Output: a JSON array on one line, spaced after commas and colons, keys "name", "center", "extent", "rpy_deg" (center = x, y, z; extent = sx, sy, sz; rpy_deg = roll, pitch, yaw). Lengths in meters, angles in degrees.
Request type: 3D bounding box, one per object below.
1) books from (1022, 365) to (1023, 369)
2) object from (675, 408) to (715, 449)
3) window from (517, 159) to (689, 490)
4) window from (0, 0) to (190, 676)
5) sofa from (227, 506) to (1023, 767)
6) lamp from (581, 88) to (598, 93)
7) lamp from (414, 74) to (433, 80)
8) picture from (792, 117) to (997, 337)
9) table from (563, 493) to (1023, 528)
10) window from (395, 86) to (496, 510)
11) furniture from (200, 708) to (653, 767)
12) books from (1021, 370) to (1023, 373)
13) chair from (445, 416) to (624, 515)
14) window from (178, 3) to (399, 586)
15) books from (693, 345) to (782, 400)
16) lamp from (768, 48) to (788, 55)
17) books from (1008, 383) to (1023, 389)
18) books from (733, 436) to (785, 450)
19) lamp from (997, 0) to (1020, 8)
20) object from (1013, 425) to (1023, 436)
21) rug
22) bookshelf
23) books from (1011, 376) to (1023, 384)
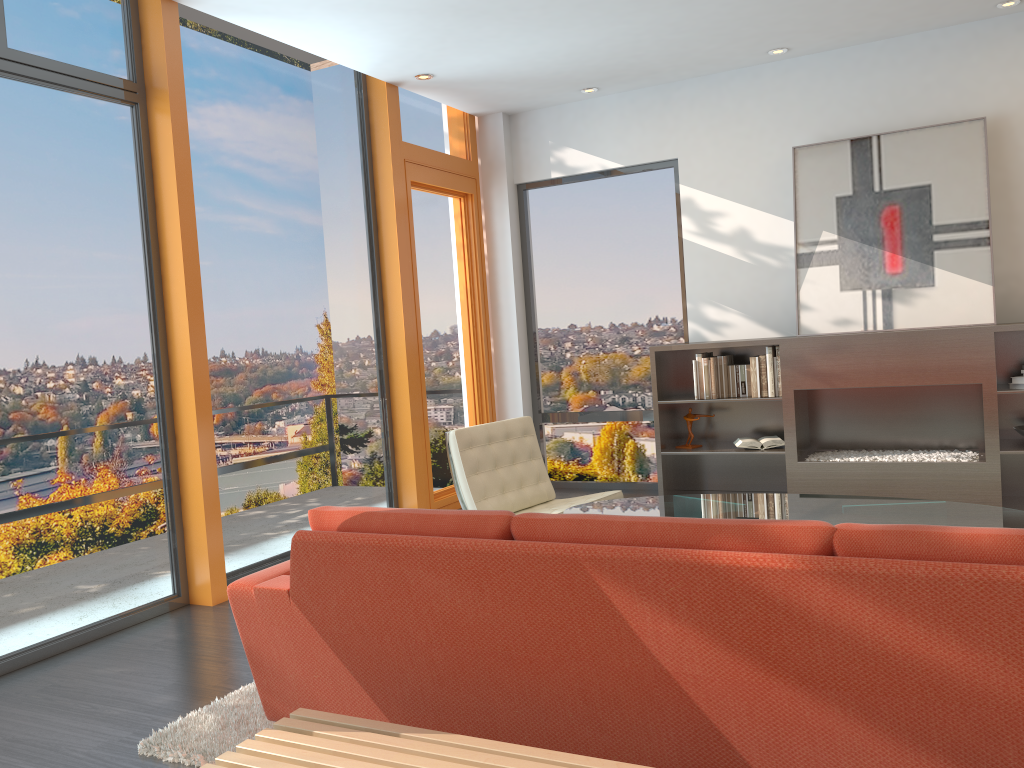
[{"name": "books", "center": [3.260, -0.105, 5.331], "extent": [0.300, 0.020, 0.210], "rpy_deg": [-3, 3, 18]}, {"name": "object", "center": [1.314, 0.316, 6.417], "extent": [0.201, 0.290, 0.245], "rpy_deg": [-6, 4, -42]}, {"name": "window", "center": [0.741, -0.807, 7.209], "extent": [1.409, 3.339, 0.065], "rpy_deg": [-3, 3, 28]}, {"name": "window", "center": [-2.342, -0.414, 3.726], "extent": [0.070, 3.345, 2.105], "rpy_deg": [-3, 3, 28]}, {"name": "sofa", "center": [0.542, 0.703, 2.438], "extent": [2.597, 0.852, 1.038], "rpy_deg": [-2, 3, 28]}, {"name": "lamp", "center": [0.593, -2.252, 6.807], "extent": [0.129, 0.010, 0.129], "rpy_deg": [-5, 3, -17]}, {"name": "lamp", "center": [-0.614, -2.135, 6.168], "extent": [0.129, 0.010, 0.129], "rpy_deg": [-5, 3, -17]}, {"name": "picture", "center": [2.507, -1.020, 5.908], "extent": [1.208, 1.338, 0.269], "rpy_deg": [-3, 3, 28]}, {"name": "table", "center": [1.165, 0.786, 3.774], "extent": [1.998, 0.464, 0.948], "rpy_deg": [-2, 3, 29]}, {"name": "window", "center": [-0.559, -0.706, 6.954], "extent": [0.211, 3.345, 1.157], "rpy_deg": [-3, 3, 28]}, {"name": "furniture", "center": [0.227, 1.013, 1.668], "extent": [2.005, 0.357, 0.493], "rpy_deg": [-2, 3, 28]}, {"name": "books", "center": [3.262, -0.085, 5.332], "extent": [0.300, 0.020, 0.210], "rpy_deg": [-5, 3, -22]}, {"name": "chair", "center": [0.127, 0.614, 4.787], "extent": [0.707, 0.816, 0.700], "rpy_deg": [-2, 3, 37]}, {"name": "window", "center": [-1.383, -0.577, 5.572], "extent": [0.070, 3.345, 1.845], "rpy_deg": [-3, 3, 28]}, {"name": "books", "center": [1.599, -0.084, 6.177], "extent": [0.592, 0.339, 0.324], "rpy_deg": [-3, 3, 28]}, {"name": "lamp", "center": [1.845, -2.306, 6.152], "extent": [0.129, 0.010, 0.129], "rpy_deg": [-5, 3, -17]}, {"name": "books", "center": [3.268, 0.001, 5.335], "extent": [0.398, 0.038, 0.314], "rpy_deg": [-5, 3, -23]}, {"name": "books", "center": [1.725, 0.411, 6.172], "extent": [0.336, 0.064, 0.234], "rpy_deg": [-4, 3, 8]}, {"name": "lamp", "center": [3.082, -2.358, 5.505], "extent": [0.129, 0.010, 0.129], "rpy_deg": [-5, 3, -17]}, {"name": "object", "center": [3.221, 0.322, 5.384], "extent": [0.309, 0.117, 0.309], "rpy_deg": [-6, 3, -29]}, {"name": "rug", "center": [1.104, 1.035, 3.410], "extent": [3.771, 0.043, 2.985], "rpy_deg": [-2, 3, 27]}, {"name": "bookshelf", "center": [2.641, 0.227, 5.769], "extent": [3.387, 1.162, 0.570], "rpy_deg": [-2, 3, 28]}, {"name": "books", "center": [3.265, -0.037, 5.334], "extent": [0.398, 0.038, 0.314], "rpy_deg": [-6, 4, -33]}]
